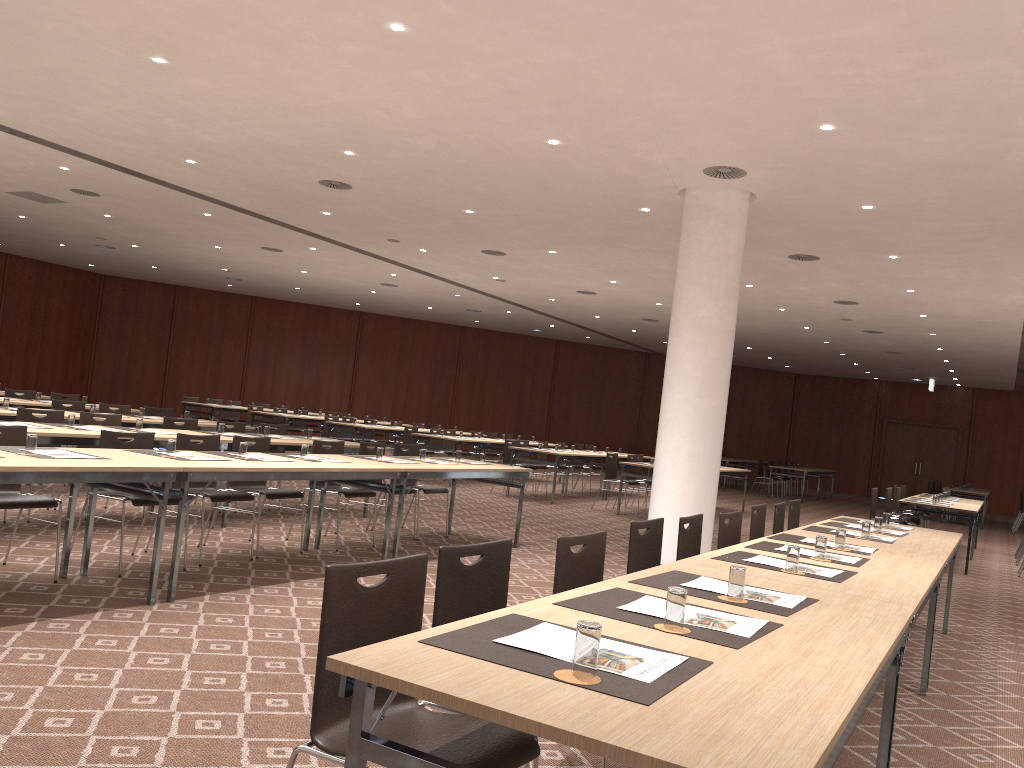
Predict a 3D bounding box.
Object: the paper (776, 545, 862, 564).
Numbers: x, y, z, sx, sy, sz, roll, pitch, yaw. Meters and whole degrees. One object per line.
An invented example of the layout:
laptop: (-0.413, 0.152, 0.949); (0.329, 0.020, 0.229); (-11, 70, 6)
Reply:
paper: (1.614, 0.895, 4.671); (0.398, 0.006, 0.284); (6, -2, 30)

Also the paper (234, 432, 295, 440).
paper: (-2.632, 0.567, 9.606); (0.565, 0.003, 0.460); (6, -2, 30)

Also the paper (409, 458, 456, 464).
paper: (-0.772, 0.748, 8.610); (0.398, 0.006, 0.284); (6, -2, 30)

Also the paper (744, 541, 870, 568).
paper: (1.561, 0.893, 4.679); (0.565, 0.003, 0.460); (6, -2, 29)

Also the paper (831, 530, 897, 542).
paper: (2.413, 1.037, 6.087); (0.398, 0.006, 0.284); (6, -2, 31)

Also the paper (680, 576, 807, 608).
paper: (0.847, 0.756, 3.237); (0.398, 0.006, 0.284); (6, -2, 29)

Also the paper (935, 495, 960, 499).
paper: (7.520, 1.948, 15.308); (0.398, 0.006, 0.284); (6, -2, 26)

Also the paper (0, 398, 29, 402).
paper: (-6.388, 0.174, 11.004); (0.565, 0.003, 0.460); (6, -2, 29)

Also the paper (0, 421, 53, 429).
paper: (-4.029, 0.317, 7.056); (0.565, 0.003, 0.460); (6, -2, 28)

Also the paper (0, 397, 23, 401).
paper: (-6.301, 0.180, 10.996); (0.398, 0.006, 0.284); (6, -2, 26)

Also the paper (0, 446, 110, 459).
paper: (-2.747, 0.406, 5.243); (0.565, 0.003, 0.460); (6, -2, 29)

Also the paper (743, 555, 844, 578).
paper: (1.298, 0.838, 4.092); (0.398, 0.006, 0.284); (5, -2, 32)

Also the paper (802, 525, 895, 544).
paper: (2.312, 1.028, 6.066); (0.565, 0.003, 0.460); (6, -2, 27)

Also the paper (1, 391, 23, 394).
paper: (-7.411, 0.121, 13.102); (0.398, 0.006, 0.284); (6, -2, 30)

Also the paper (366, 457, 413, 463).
paper: (-1.102, 0.690, 8.039); (0.398, 0.006, 0.284); (5, -2, 33)

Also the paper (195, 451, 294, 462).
paper: (-1.989, 0.542, 6.616); (0.565, 0.003, 0.460); (6, -2, 30)

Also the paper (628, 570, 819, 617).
paper: (0.772, 0.751, 3.215); (0.565, 0.003, 0.460); (5, -2, 32)

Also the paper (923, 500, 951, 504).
paper: (6.095, 1.694, 12.741); (0.398, 0.006, 0.284); (6, -2, 29)

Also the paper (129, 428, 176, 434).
paper: (-3.294, 0.438, 8.196); (0.398, 0.006, 0.284); (6, -2, 30)

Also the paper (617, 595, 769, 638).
paper: (0.554, 0.704, 2.706); (0.398, 0.006, 0.284); (6, -2, 27)

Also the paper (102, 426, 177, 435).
paper: (-3.396, 0.429, 8.160); (0.565, 0.003, 0.460); (6, -2, 28)

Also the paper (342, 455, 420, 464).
paper: (-1.191, 0.683, 8.035); (0.565, 0.003, 0.460); (5, -2, 32)

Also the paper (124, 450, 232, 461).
paper: (-2.282, 0.489, 6.065); (0.565, 0.003, 0.460); (6, -2, 27)

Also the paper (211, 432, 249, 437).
paper: (-2.844, 0.520, 9.052); (0.398, 0.006, 0.284); (6, -2, 30)

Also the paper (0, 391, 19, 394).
paper: (-7.508, 0.112, 13.080); (0.565, 0.003, 0.460); (6, -2, 29)

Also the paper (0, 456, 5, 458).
paper: (-3.065, 0.350, 4.670); (0.565, 0.003, 0.460); (6, -2, 27)

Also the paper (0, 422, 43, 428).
paper: (-3.943, 0.323, 7.046); (0.398, 0.006, 0.284); (5, -2, 32)

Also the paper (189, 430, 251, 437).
paper: (-2.911, 0.515, 9.041); (0.565, 0.003, 0.460); (6, -2, 30)

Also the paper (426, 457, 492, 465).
paper: (-0.550, 0.797, 9.157); (0.565, 0.003, 0.460); (6, -2, 28)

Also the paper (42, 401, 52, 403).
paper: (-6.006, 0.233, 11.554); (0.398, 0.006, 0.284); (6, -2, 27)

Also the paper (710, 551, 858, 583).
paper: (1.262, 0.838, 4.093); (0.565, 0.003, 0.460); (6, -2, 31)

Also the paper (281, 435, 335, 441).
paper: (-2.295, 0.626, 10.178); (0.565, 0.003, 0.460); (6, -2, 28)

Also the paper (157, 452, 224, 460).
paper: (-2.213, 0.493, 6.087); (0.398, 0.006, 0.284); (6, -2, 31)

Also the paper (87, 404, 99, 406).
paper: (-5.677, 0.292, 12.147); (0.398, 0.006, 0.284); (6, -2, 30)

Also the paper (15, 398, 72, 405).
paper: (-6.075, 0.229, 11.536); (0.565, 0.003, 0.460); (6, -2, 27)

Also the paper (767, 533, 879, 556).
paper: (1.843, 0.945, 5.251); (0.565, 0.003, 0.460); (6, -2, 30)

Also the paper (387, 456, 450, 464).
paper: (-0.867, 0.741, 8.629); (0.565, 0.003, 0.460); (6, -2, 31)

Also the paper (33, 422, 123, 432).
paper: (-3.727, 0.372, 7.630); (0.565, 0.003, 0.460); (6, -2, 26)

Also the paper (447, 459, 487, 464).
paper: (-0.489, 0.801, 9.196); (0.398, 0.006, 0.284); (6, -2, 28)

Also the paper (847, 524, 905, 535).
paper: (2.729, 1.093, 6.665); (0.398, 0.006, 0.284); (5, -2, 32)

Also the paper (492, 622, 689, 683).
paper: (0.193, 0.643, 2.146); (0.398, 0.006, 0.284); (6, -2, 29)

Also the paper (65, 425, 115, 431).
paper: (-3.611, 0.382, 7.635); (0.398, 0.006, 0.284); (6, -2, 28)

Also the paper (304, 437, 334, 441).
paper: (-2.204, 0.633, 10.187); (0.398, 0.006, 0.284); (6, -2, 26)

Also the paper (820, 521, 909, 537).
paper: (2.643, 1.086, 6.643); (0.565, 0.003, 0.460); (6, -2, 32)

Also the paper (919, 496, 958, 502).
paper: (6.809, 1.830, 14.155); (0.565, 0.003, 0.460); (6, -2, 30)

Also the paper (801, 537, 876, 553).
paper: (1.925, 0.951, 5.236); (0.398, 0.006, 0.284); (6, -2, 28)

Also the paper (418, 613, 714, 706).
paper: (0.138, 0.639, 2.112); (0.565, 0.003, 0.460); (6, -2, 29)

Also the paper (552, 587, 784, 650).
paper: (0.479, 0.698, 2.687); (0.565, 0.003, 0.460); (5, -2, 32)

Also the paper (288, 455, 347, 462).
paper: (-1.583, 0.605, 7.204); (0.398, 0.006, 0.284); (6, -2, 27)

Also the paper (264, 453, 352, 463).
paper: (-1.667, 0.600, 7.209); (0.565, 0.003, 0.460); (6, -2, 31)

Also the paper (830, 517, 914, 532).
paper: (2.932, 1.139, 7.205); (0.565, 0.003, 0.460); (5, -2, 33)

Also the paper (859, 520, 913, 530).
paper: (3.040, 1.149, 7.223); (0.398, 0.006, 0.284); (6, -2, 30)

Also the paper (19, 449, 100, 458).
paper: (-2.671, 0.411, 5.238); (0.398, 0.006, 0.284); (6, -2, 30)

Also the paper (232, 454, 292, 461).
paper: (-1.897, 0.550, 6.668); (0.398, 0.006, 0.284); (6, -2, 29)

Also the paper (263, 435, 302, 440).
paper: (-2.518, 0.577, 9.628); (0.398, 0.006, 0.284); (6, -2, 31)
